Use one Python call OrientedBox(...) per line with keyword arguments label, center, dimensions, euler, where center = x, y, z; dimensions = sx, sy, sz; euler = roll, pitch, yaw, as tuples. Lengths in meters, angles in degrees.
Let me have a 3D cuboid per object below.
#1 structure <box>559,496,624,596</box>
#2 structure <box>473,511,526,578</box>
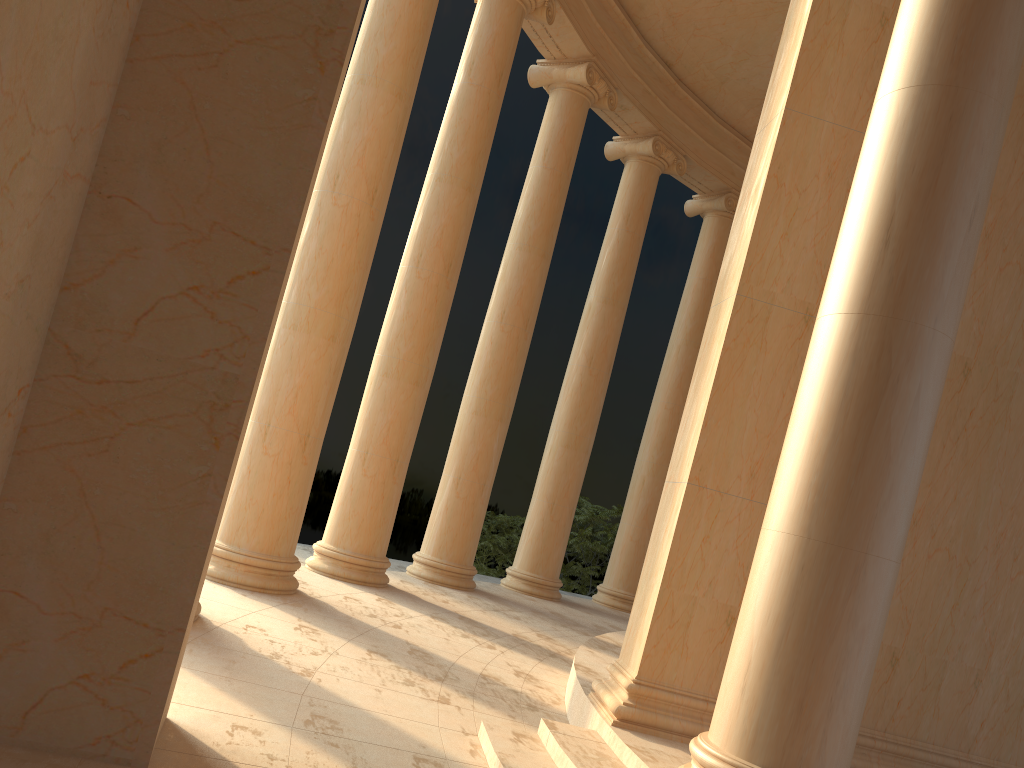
OrientedBox(label="structure", center=(134.549, 354.562, 1611.881), dimensions=(247.505, 298.505, 238.260), euler=(15, -4, -3))
OrientedBox(label="structure", center=(-47.476, 307.731, 1519.367), dimensions=(148.856, 187.707, 156.678), euler=(15, -4, 7))
